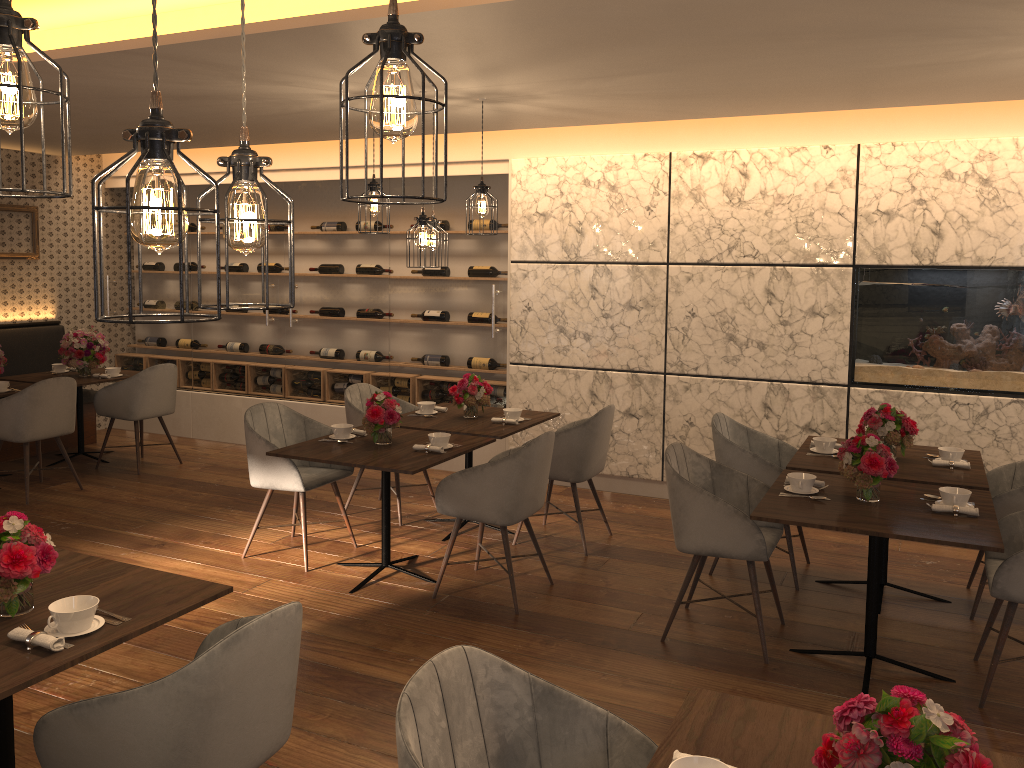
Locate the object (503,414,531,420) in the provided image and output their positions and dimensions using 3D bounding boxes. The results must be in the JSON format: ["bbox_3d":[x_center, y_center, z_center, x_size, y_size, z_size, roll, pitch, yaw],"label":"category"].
[{"bbox_3d":[0.035,0.211,5.696,0.197,0.015,0.043,4,8,21],"label":"object"}]

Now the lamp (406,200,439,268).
[{"bbox_3d":[-0.491,-1.681,4.902,0.175,2.061,0.175,3,5,27],"label":"lamp"}]

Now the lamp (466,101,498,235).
[{"bbox_3d":[-0.167,-1.899,5.093,0.175,2.061,0.175,3,5,27],"label":"lamp"}]

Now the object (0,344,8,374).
[{"bbox_3d":[-3.996,-0.166,6.607,0.405,0.423,0.422,-2,7,-22],"label":"object"}]

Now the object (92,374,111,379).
[{"bbox_3d":[-3.401,-0.067,7.340,0.176,0.039,0.056,4,8,25],"label":"object"}]

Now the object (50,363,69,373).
[{"bbox_3d":[-3.918,-0.136,7.669,0.148,0.072,0.149,-2,8,-22],"label":"object"}]

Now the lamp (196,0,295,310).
[{"bbox_3d":[-0.492,-1.171,1.595,0.175,2.061,0.175,3,5,27],"label":"lamp"}]

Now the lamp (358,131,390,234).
[{"bbox_3d":[-0.785,-1.896,5.027,0.175,2.061,0.175,3,5,27],"label":"lamp"}]

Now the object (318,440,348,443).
[{"bbox_3d":[-0.987,0.314,4.876,0.197,0.015,0.043,4,8,21],"label":"object"}]

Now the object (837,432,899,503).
[{"bbox_3d":[1.535,0.347,3.802,0.234,0.300,0.307,1,6,3],"label":"object"}]

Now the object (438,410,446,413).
[{"bbox_3d":[-0.519,0.174,5.880,0.193,0.024,0.025,4,7,25],"label":"object"}]

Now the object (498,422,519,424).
[{"bbox_3d":[-0.039,0.230,5.518,0.193,0.024,0.025,4,7,25],"label":"object"}]

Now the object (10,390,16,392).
[{"bbox_3d":[-3.773,0.046,6.624,0.211,0.004,0.022,4,9,25],"label":"object"}]

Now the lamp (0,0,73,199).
[{"bbox_3d":[-0.812,-1.338,1.373,0.175,2.061,0.175,3,5,27],"label":"lamp"}]

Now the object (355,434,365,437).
[{"bbox_3d":[-0.913,0.285,5.053,0.193,0.024,0.025,4,7,25],"label":"object"}]

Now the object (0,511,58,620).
[{"bbox_3d":[-1.413,0.496,2.509,0.306,0.300,0.235,7,9,44],"label":"object"}]

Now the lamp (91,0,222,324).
[{"bbox_3d":[-0.517,-1.123,1.249,0.175,2.061,0.175,3,5,27],"label":"lamp"}]

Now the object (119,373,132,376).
[{"bbox_3d":[-3.322,-0.084,7.554,0.197,0.015,0.043,4,8,21],"label":"object"}]

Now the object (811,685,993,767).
[{"bbox_3d":[0.683,0.656,1.517,0.306,0.300,0.235,7,9,44],"label":"object"}]

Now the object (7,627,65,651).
[{"bbox_3d":[-1.231,0.660,2.291,0.176,0.039,0.056,4,8,25],"label":"object"}]

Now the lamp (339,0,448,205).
[{"bbox_3d":[-0.193,-1.340,1.439,0.175,2.061,0.175,3,5,27],"label":"lamp"}]

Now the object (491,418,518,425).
[{"bbox_3d":[-0.045,0.228,5.482,0.176,0.039,0.056,4,8,25],"label":"object"}]

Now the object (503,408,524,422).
[{"bbox_3d":[0.004,0.198,5.583,0.148,0.072,0.149,1,7,3],"label":"object"}]

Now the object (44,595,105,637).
[{"bbox_3d":[-1.182,0.629,2.392,0.148,0.072,0.149,0,7,-7],"label":"object"}]

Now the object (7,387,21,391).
[{"bbox_3d":[-3.752,0.037,6.652,0.197,0.015,0.043,4,8,21],"label":"object"}]

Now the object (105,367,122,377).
[{"bbox_3d":[-3.352,-0.098,7.442,0.148,0.072,0.149,-2,8,-17],"label":"object"}]

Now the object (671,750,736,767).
[{"bbox_3d":[0.397,0.755,1.732,0.176,0.039,0.056,4,8,25],"label":"object"}]

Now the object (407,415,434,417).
[{"bbox_3d":[-0.589,0.202,5.710,0.197,0.015,0.043,5,9,29],"label":"object"}]

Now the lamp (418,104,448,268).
[{"bbox_3d":[-0.465,-1.729,5.249,0.175,2.061,0.175,3,5,27],"label":"lamp"}]

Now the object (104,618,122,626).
[{"bbox_3d":[-1.173,0.652,2.476,0.211,0.004,0.022,4,9,25],"label":"object"}]

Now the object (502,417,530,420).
[{"bbox_3d":[0.013,0.221,5.667,0.211,0.004,0.022,4,9,25],"label":"object"}]

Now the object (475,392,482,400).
[{"bbox_3d":[-0.232,0.073,5.630,0.078,0.052,0.050,6,8,35],"label":"object"}]

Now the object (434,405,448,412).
[{"bbox_3d":[-0.513,0.163,5.915,0.176,0.039,0.056,4,8,25],"label":"object"}]

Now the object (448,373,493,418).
[{"bbox_3d":[-0.269,0.063,5.702,0.306,0.300,0.235,-5,8,-43],"label":"object"}]

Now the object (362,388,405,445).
[{"bbox_3d":[-0.704,0.175,4.861,0.234,0.300,0.307,1,6,3],"label":"object"}]

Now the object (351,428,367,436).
[{"bbox_3d":[-0.907,0.274,5.087,0.176,0.039,0.056,4,8,25],"label":"object"}]

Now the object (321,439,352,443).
[{"bbox_3d":[-0.966,0.316,4.905,0.211,0.004,0.022,4,9,25],"label":"object"}]

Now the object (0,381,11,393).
[{"bbox_3d":[-3.782,0.023,6.540,0.148,0.072,0.149,-2,8,-22],"label":"object"}]

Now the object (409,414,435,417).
[{"bbox_3d":[-0.571,0.205,5.732,0.211,0.004,0.022,4,9,25],"label":"object"}]

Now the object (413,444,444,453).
[{"bbox_3d":[-0.439,0.339,4.654,0.176,0.039,0.056,4,8,25],"label":"object"}]

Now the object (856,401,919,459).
[{"bbox_3d":[1.970,0.234,4.647,0.305,0.300,0.235,4,7,27],"label":"object"}]

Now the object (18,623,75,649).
[{"bbox_3d":[-1.225,0.662,2.326,0.193,0.024,0.025,4,7,25],"label":"object"}]

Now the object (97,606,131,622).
[{"bbox_3d":[-1.155,0.644,2.497,0.197,0.015,0.043,5,9,29],"label":"object"}]

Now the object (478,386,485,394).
[{"bbox_3d":[-0.211,0.040,5.644,0.076,0.052,0.048,1,6,5],"label":"object"}]

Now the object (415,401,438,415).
[{"bbox_3d":[-0.561,0.160,5.811,0.148,0.072,0.149,1,7,3],"label":"object"}]

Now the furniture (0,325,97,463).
[{"bbox_3d":[-5.547,0.427,5.059,0.542,1.075,7.122,3,8,25],"label":"furniture"}]

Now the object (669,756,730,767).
[{"bbox_3d":[0.349,0.752,1.628,0.148,0.072,0.149,0,7,-7],"label":"object"}]

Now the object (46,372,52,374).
[{"bbox_3d":[-3.928,-0.090,7.591,0.211,0.004,0.022,4,9,25],"label":"object"}]

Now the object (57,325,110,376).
[{"bbox_3d":[-3.602,-0.280,7.458,0.405,0.423,0.422,-2,7,-21],"label":"object"}]
